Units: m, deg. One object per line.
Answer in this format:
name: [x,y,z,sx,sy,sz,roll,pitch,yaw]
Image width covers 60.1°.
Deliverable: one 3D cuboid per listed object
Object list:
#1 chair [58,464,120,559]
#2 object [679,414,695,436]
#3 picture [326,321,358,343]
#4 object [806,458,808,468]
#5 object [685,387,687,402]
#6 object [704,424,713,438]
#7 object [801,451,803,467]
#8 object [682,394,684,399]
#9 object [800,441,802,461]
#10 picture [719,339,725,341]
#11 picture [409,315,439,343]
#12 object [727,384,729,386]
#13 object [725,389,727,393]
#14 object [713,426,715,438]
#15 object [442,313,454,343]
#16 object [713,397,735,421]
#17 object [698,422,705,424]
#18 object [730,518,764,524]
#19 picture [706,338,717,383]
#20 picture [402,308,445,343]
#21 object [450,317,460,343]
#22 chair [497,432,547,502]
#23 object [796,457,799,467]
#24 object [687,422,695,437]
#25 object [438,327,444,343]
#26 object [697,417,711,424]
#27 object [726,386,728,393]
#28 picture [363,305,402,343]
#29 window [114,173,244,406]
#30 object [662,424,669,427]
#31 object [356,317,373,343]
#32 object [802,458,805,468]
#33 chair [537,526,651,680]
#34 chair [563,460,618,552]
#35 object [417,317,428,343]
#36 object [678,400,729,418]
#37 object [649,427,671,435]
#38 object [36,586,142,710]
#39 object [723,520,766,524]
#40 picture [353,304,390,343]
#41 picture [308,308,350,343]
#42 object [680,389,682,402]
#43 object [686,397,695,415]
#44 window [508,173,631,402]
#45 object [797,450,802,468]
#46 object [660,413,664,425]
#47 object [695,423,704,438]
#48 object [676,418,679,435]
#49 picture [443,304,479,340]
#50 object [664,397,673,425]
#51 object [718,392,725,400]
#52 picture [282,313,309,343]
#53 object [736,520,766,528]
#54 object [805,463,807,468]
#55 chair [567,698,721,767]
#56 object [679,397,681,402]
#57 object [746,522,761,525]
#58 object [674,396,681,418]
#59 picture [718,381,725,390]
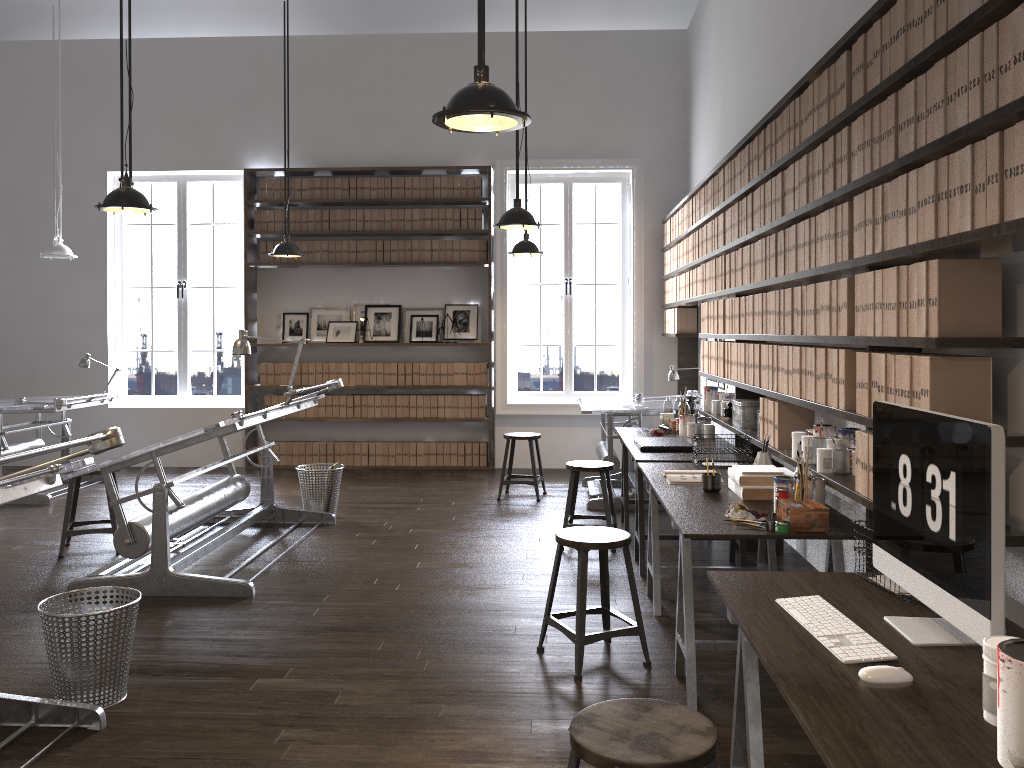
chair: [-2.631,0.787,5.565,0.372,0.528,0.358,-1,1,-19]
object: [1.180,0.278,5.963,0.104,0.141,0.105,0,1,-5]
picture: [-1.722,-0.523,8.965,0.300,0.229,0.144,0,1,3]
object: [1.063,0.345,3.190,0.006,0.157,0.005,0,0,-34]
object: [1.204,0.133,6.157,0.021,0.228,0.007,0,0,14]
object: [1.275,0.309,5.746,0.062,0.094,0.062,-1,2,-38]
object: [1.040,0.332,3.199,0.021,0.180,0.005,0,0,22]
object: [1.186,0.156,6.174,0.022,0.180,0.005,0,0,26]
object: [1.051,0.316,3.216,0.007,0.214,0.055,0,1,9]
picture: [1.650,-0.343,6.937,0.022,0.284,0.201,0,1,2]
picture: [-0.888,-0.557,8.961,0.289,0.290,0.127,0,1,3]
object: [1.530,0.094,6.321,0.033,0.184,0.005,0,0,-4]
object: [1.520,0.104,6.338,0.040,0.142,0.005,0,0,-7]
object: [1.308,0.314,5.827,0.054,0.080,0.054,0,1,3]
object: [-0.642,-0.556,8.828,0.118,0.304,0.040,0,0,3]
object: [1.446,0.172,5.837,0.236,0.161,0.107,-2,2,-32]
object: [1.250,0.303,5.849,0.044,0.101,0.045,0,1,2]
object: [0.853,0.498,3.218,0.011,0.017,0.172,-1,3,-29]
picture: [1.659,-0.310,7.355,0.040,0.574,0.415,0,1,3]
picture: [-0.898,-0.594,9.003,0.434,0.361,0.095,0,1,3]
object: [-0.571,-0.537,8.852,0.110,0.262,0.040,0,0,3]
chair: [0.085,0.677,7.300,0.358,0.528,0.372,0,1,11]
object: [1.043,0.342,3.208,0.008,0.153,0.038,0,1,-38]
object: [1.188,0.303,5.852,0.062,0.094,0.062,1,2,43]
object: [-0.703,-0.485,8.795,0.066,0.165,0.040,0,1,3]
object: [1.284,0.287,5.910,0.094,0.128,0.095,0,1,7]
object: [1.521,0.094,6.316,0.041,0.162,0.005,0,0,-5]
picture: [-1.314,-0.608,8.972,0.373,0.391,0.149,0,1,3]
window: [-3.391,-0.946,9.134,1.482,2.496,0.153,0,0,3]
object: [1.090,0.306,6.295,0.049,0.037,0.049,0,2,-1]
object: [-1.472,-0.534,8.845,0.174,0.260,0.040,0,0,3]
object: [1.065,0.346,3.207,0.005,0.152,0.045,0,1,-15]
chair: [0.339,0.890,3.701,0.358,0.528,0.372,-1,2,-24]
chair: [0.500,0.773,5.669,0.358,0.528,0.372,0,1,11]
object: [-0.894,-0.534,8.831,0.124,0.260,0.040,0,0,3]
object: [1.316,0.180,6.103,0.345,0.146,0.077,1,2,25]
object: [0.995,0.318,6.056,0.132,0.050,0.197,2,4,32]
object: [-1.558,0.987,3.276,0.353,0.377,0.353,1,2,24]
object: [0.848,0.500,3.224,0.156,0.006,0.006,1,2,23]
picture: [-1.436,-0.618,9.030,0.369,0.406,0.091,0,1,3]
picture: [-1.866,-0.598,9.047,0.415,0.365,0.083,0,1,3]
object: [1.180,0.142,6.154,0.007,0.214,0.055,0,1,38]
object: [1.275,0.207,6.336,0.068,0.229,0.069,0,1,0]
window: [0.563,-0.946,8.829,1.245,2.308,0.153,0,0,3]
object: [1.048,0.329,3.198,0.071,0.186,0.008,-1,1,-45]
object: [1.110,0.265,6.414,0.068,0.104,0.068,0,1,7]
object: [1.229,0.306,5.795,0.063,0.093,0.062,-1,2,-38]
object: [1.144,0.288,6.031,0.049,0.112,0.049,0,1,-1]
picture: [-0.515,-0.627,8.956,0.343,0.364,0.161,0,1,3]
object: [1.120,0.207,6.344,0.068,0.229,0.069,0,1,0]
object: [1.481,0.125,6.257,0.051,0.139,0.050,0,1,0]
picture: [-2.219,-0.574,9.082,0.267,0.315,0.058,0,0,3]
object: [0.857,0.506,3.206,0.005,0.005,0.158,-1,4,-32]
object: [1.057,0.352,3.189,0.011,0.135,0.005,0,0,23]
chair: [0.281,0.997,1.890,0.372,0.528,0.358,-1,2,-29]
object: [1.181,0.166,6.164,0.037,0.153,0.005,0,0,-2]
object: [0.859,0.505,3.225,0.008,0.006,0.119,-2,4,-38]
object: [1.191,0.204,6.340,0.068,0.237,0.069,0,1,0]
picture: [1.650,-0.050,6.949,0.023,0.183,0.251,0,2,3]
